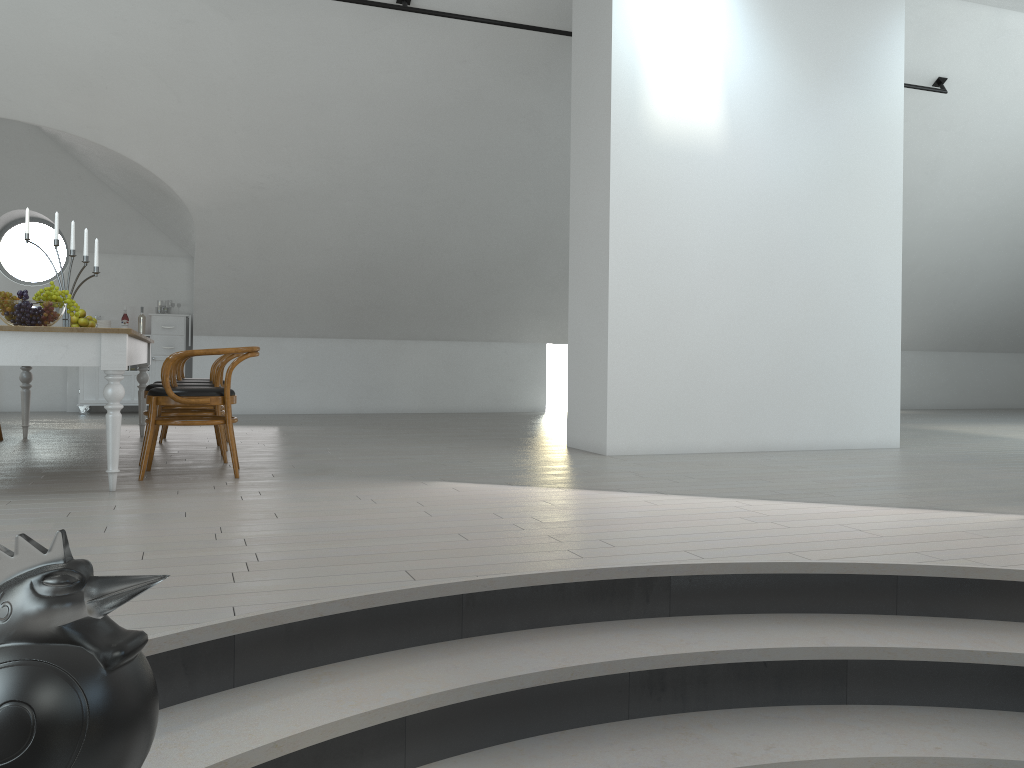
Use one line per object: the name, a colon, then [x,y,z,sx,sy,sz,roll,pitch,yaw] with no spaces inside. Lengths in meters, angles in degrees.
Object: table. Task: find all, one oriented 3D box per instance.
table: [-2.910,0.079,5.703,1.018,0.799,3.350,0,1,-20]

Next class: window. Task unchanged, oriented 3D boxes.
window: [-5.630,-1.549,10.422,0.900,0.900,0.060,1,0,-20]

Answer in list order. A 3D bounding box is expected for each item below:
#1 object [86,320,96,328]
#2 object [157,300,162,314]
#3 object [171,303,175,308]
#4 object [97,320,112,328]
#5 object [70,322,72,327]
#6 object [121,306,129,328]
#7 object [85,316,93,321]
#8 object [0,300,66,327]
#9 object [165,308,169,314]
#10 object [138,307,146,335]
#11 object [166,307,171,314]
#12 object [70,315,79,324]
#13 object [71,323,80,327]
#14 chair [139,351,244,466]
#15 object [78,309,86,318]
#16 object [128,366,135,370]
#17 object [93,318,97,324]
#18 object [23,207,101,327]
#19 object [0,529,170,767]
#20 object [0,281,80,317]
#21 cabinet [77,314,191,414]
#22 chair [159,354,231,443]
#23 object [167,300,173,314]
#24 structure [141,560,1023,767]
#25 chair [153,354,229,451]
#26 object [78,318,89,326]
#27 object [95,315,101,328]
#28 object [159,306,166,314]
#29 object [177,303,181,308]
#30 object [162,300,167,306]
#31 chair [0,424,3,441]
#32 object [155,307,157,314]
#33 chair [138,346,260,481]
object: [-3.173,-0.443,6.678,0.070,0.072,0.071,1,1,34]
object: [-4.140,-0.895,10.409,0.048,0.169,0.048,1,0,12]
object: [-4.003,-0.884,10.463,0.046,0.143,0.046,1,0,-9]
object: [-4.697,-0.653,10.212,0.154,0.160,0.158,1,1,8]
object: [-3.318,-0.453,6.674,0.062,0.059,0.062,1,1,-16]
object: [-4.501,-0.738,10.312,0.081,0.330,0.081,1,0,-24]
object: [-3.198,-0.489,6.699,0.058,0.057,0.053,1,1,-6]
object: [-2.680,-0.375,4.927,0.360,0.159,0.360,0,2,-40]
object: [-4.081,-0.853,10.439,0.077,0.085,0.077,1,1,-12]
object: [-4.329,-0.738,10.369,0.085,0.331,0.085,1,0,29]
object: [-4.081,-0.862,10.521,0.071,0.098,0.071,1,0,-12]
object: [-3.274,-0.481,6.634,0.072,0.071,0.066,1,1,39]
object: [-3.258,-0.425,6.616,0.059,0.056,0.059,0,1,-26]
chair: [-2.043,0.126,5.686,0.621,0.735,0.527,1,0,-20]
object: [-3.244,-0.529,6.674,0.072,0.074,0.072,1,1,-20]
object: [-4.461,-0.198,10.296,0.156,0.085,0.331,0,1,-19]
object: [-3.195,-0.474,6.756,0.062,0.063,0.063,1,1,32]
object: [-2.967,-0.760,5.860,0.775,0.875,0.265,1,0,44]
object: [-0.733,0.512,1.402,0.321,0.562,0.320,1,0,43]
object: [-2.650,-0.437,4.922,0.292,0.284,0.394,1,1,34]
cabinet: [-4.418,-0.240,10.367,1.242,1.154,0.610,1,0,-20]
chair: [-2.466,0.085,7.076,0.621,0.735,0.527,1,0,-17]
object: [-4.091,-0.908,10.594,0.063,0.187,0.063,1,0,-34]
structure: [0.989,1.006,0.726,4.710,0.693,4.709,1,2,25]
chair: [-2.280,0.105,6.374,0.621,0.735,0.527,1,0,-25]
object: [-3.202,-0.462,6.623,0.071,0.064,0.072,0,1,-27]
object: [-4.867,-0.705,10.388,0.115,0.209,0.065,1,0,-18]
object: [-4.081,-0.861,10.352,0.082,0.105,0.082,1,0,18]
object: [-3.953,-0.885,10.516,0.046,0.143,0.046,1,0,-9]
object: [-4.142,-0.904,10.555,0.054,0.179,0.054,1,0,-26]
chair: [-4.116,0.077,6.521,0.621,0.735,0.527,1,0,-24]
object: [-4.163,-0.860,10.481,0.093,0.093,0.094,1,1,12]
chair: [-1.753,0.148,5.018,0.621,0.735,0.527,1,0,-17]
